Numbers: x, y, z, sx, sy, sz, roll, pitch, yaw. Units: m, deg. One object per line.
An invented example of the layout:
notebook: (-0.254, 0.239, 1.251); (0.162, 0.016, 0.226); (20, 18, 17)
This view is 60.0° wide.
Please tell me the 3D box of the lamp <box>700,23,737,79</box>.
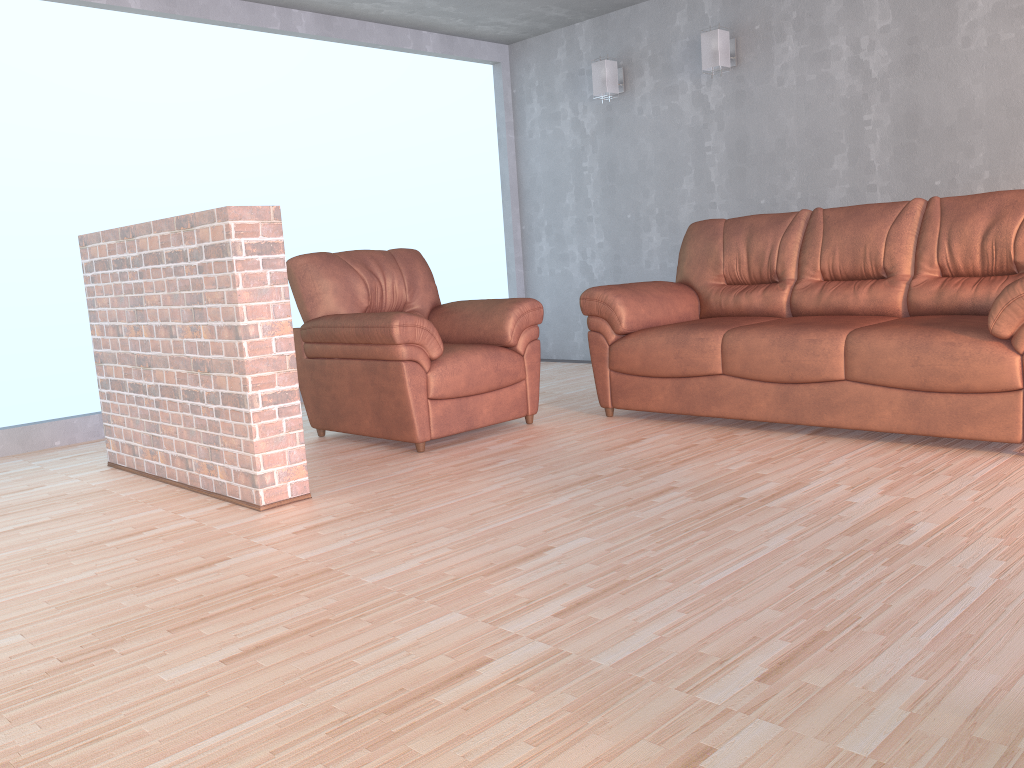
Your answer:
lamp: (1.283, -2.073, 5.529); (0.177, 0.319, 0.165); (-12, 11, -44)

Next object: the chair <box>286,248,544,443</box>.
chair: (-0.481, -0.245, 4.396); (0.936, 0.879, 0.970); (4, 11, 44)

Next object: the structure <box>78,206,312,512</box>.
structure: (-1.343, -0.123, 3.614); (0.211, 1.057, 1.422); (-12, 11, -44)

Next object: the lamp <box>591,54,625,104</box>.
lamp: (0.659, -2.115, 6.154); (0.168, 0.319, 0.165); (-12, 11, -44)

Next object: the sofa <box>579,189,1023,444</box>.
sofa: (1.435, -0.350, 4.014); (0.981, 0.923, 2.202); (-12, 11, -44)
